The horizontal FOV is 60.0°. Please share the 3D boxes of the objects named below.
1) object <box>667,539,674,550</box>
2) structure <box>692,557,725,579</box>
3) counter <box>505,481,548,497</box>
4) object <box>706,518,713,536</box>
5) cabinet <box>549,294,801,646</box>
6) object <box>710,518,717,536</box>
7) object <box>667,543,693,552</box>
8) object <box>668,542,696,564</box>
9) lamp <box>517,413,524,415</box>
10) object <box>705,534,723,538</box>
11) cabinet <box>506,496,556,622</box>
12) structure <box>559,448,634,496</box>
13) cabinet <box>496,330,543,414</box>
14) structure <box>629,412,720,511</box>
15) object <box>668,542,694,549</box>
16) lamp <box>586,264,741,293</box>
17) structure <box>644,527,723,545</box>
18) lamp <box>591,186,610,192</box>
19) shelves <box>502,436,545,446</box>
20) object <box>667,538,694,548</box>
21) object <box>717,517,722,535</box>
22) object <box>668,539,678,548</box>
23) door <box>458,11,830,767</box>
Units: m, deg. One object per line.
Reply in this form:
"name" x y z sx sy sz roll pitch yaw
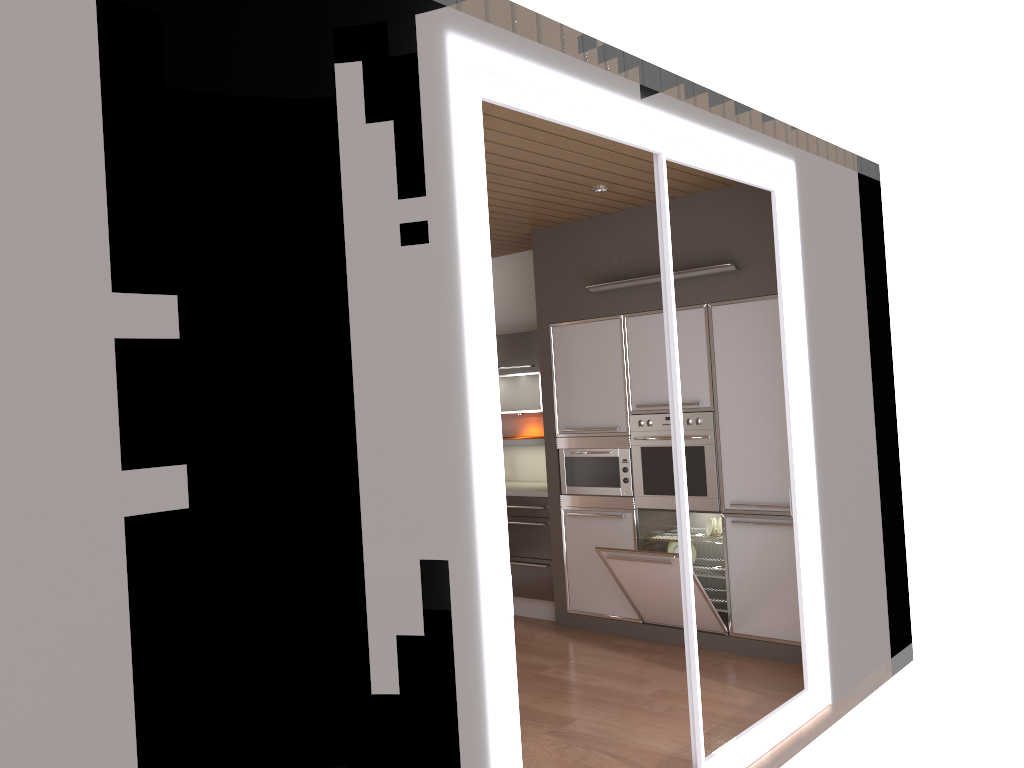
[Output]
"object" 1.087 1.072 5.695 0.177 0.173 0.042 -4 -1 7
"structure" 1.228 1.158 5.609 0.583 0.012 0.479 -4 -1 42
"counter" -0.761 0.826 6.302 1.850 0.036 2.150 -4 -1 42
"object" 1.234 0.894 5.541 0.032 0.112 0.115 -3 -1 -8
"cabinet" 1.030 0.514 5.441 1.796 1.948 1.047 -4 -1 42
"object" 1.258 0.893 5.543 0.032 0.112 0.115 -3 -1 -8
"object" 1.084 1.072 5.671 0.177 0.173 0.042 -4 -1 7
"object" 1.073 1.072 5.599 0.177 0.173 0.042 -4 -1 7
"lamp" 0.067 0.231 6.795 0.056 0.018 0.056 -4 -1 13
"object" 1.309 0.945 5.548 0.190 0.009 0.073 -3 -1 -7
"cabinet" -0.733 1.278 6.294 1.850 0.870 2.150 -4 -1 42
"structure" 0.534 0.573 5.776 0.569 0.301 0.049 -4 -1 42
"cabinet" -0.803 -0.247 6.428 2.058 1.032 1.399 -3 -1 -44
"structure" 0.965 0.471 5.372 0.582 0.583 0.066 -4 -1 42
"object" 1.077 1.072 5.623 0.177 0.173 0.042 -4 -1 7
"lamp" 0.876 -0.630 5.338 1.020 0.033 0.139 -4 -1 42
"structure" 1.215 0.959 5.612 0.583 0.012 0.479 -4 -1 42
"lamp" 0.493 -1.108 4.948 0.102 0.055 0.102 -4 -1 25
"shelves" -0.165 0.455 7.005 1.850 0.050 0.313 -4 -1 42
"object" 1.091 1.073 5.719 0.177 0.173 0.042 -4 -1 7
"object" 1.305 0.890 5.549 0.032 0.112 0.115 -3 -1 -8
"object" 1.080 1.072 5.647 0.177 0.173 0.042 -4 -1 7
"door" 0.652 0.228 3.458 0.101 2.700 2.300 -4 -1 42
